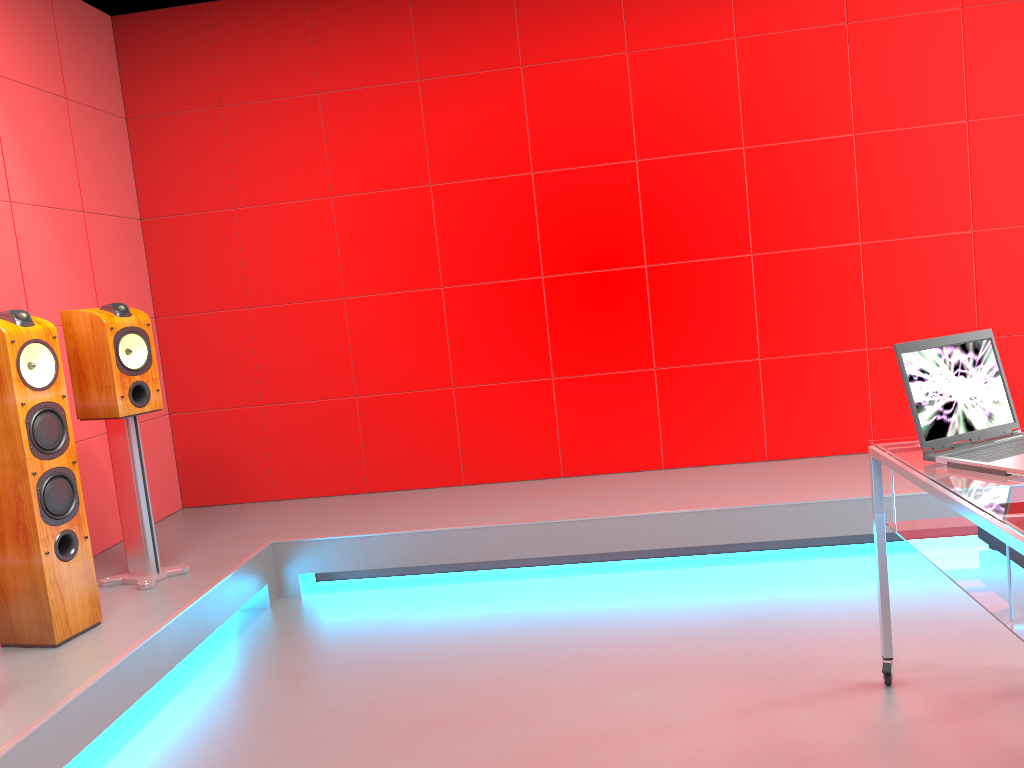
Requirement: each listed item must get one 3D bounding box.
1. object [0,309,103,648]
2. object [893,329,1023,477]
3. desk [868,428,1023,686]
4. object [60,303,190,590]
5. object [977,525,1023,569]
[{"bbox_3d":[-1.541,0.293,2.817,0.238,1.052,0.203,-4,6,16],"label":"object"},{"bbox_3d":[1.161,0.030,2.078,0.342,0.285,0.340,-9,6,-23],"label":"object"},{"bbox_3d":[1.205,0.563,1.650,0.594,0.690,1.617,-5,6,6],"label":"desk"},{"bbox_3d":[-1.464,0.226,3.357,0.265,1.058,0.231,-3,7,26],"label":"object"},{"bbox_3d":[1.275,0.348,1.891,0.365,0.092,0.435,-5,6,6],"label":"object"}]
